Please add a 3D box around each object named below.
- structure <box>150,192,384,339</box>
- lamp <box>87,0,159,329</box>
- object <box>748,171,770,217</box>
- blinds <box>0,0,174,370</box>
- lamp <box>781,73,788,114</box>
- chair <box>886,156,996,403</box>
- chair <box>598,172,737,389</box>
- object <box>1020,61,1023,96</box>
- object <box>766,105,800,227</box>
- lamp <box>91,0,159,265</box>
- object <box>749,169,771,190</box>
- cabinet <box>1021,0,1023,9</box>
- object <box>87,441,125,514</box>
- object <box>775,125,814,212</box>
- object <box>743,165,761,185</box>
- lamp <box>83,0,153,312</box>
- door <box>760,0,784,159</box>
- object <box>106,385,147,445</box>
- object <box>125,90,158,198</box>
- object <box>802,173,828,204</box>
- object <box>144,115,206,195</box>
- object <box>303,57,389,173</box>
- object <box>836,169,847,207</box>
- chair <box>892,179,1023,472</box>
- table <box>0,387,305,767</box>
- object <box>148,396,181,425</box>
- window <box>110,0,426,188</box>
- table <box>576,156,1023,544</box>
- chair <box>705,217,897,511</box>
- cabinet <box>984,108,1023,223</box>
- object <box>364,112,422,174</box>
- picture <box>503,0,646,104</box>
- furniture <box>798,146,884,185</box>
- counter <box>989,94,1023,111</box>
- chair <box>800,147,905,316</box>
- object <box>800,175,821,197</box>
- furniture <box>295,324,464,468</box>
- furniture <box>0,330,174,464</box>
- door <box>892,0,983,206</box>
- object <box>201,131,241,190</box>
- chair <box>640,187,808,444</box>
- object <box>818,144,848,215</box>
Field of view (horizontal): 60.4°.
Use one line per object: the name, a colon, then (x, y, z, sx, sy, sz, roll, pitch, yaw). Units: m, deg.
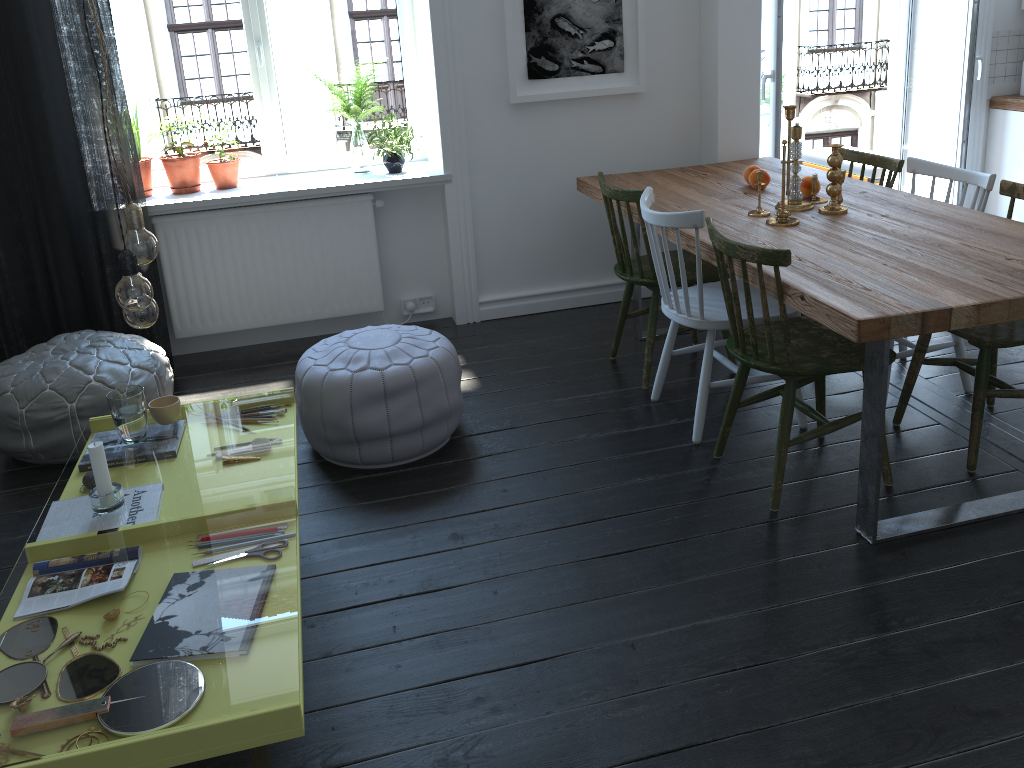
structure: (-1.118, -0.560, 4.228, 1.068, 0.607, 0.075, -9, 18, -12)
lamp: (-0.867, -0.815, 1.763, 0.089, 1.447, 0.077, -1, 18, 11)
object: (0.909, -0.699, 3.236, 0.080, 0.155, 0.082, 8, 22, 33)
blinds: (-2.021, -1.371, 3.536, 0.808, 2.874, 0.115, -8, 18, -14)
lamp: (1.946, -2.540, 4.833, 0.494, 2.424, 2.792, -8, 21, -11)
chair: (1.502, -0.403, 3.358, 0.511, 0.814, 0.481, -8, 19, -12)
chair: (0.630, -0.456, 3.646, 0.487, 0.800, 0.482, -9, 19, -13)
object: (2.857, -1.668, 4.763, 0.174, 0.201, 0.180, -7, 20, -8)
object: (0.945, -0.757, 3.060, 0.114, 0.397, 0.116, 10, 22, 37)
lamp: (-0.845, -0.948, 1.690, 0.075, 1.447, 0.076, 7, 21, 33)
object: (1.039, -0.859, 3.695, 0.091, 0.085, 0.086, 1, 21, 13)
cabinet: (3.190, -1.191, 3.057, 0.781, 2.288, 3.925, -6, 21, -8)
object: (-0.982, 0.218, 2.110, 0.075, 0.167, 0.077, 3, 20, 21)
object: (1.061, -0.809, 3.293, 0.141, 0.300, 0.144, 6, 21, 28)
object: (1.037, -0.894, 3.775, 0.084, 0.087, 0.090, -12, 22, -21)
lamp: (-0.835, -0.846, 1.651, 0.075, 1.447, 0.088, 9, 22, 37)
door: (1.273, -1.613, 4.703, 0.105, 1.958, 0.605, -6, 18, -6)
object: (-1.068, 0.090, 2.463, 0.098, 0.141, 0.100, 10, 24, 36)
object: (-1.787, -1.127, 4.126, 0.304, 0.482, 0.341, -14, 22, -28)
object: (1.168, -0.760, 3.402, 0.103, 0.110, 0.105, -14, 22, -25)
object: (-1.580, -1.097, 4.183, 0.258, 0.357, 0.243, -4, 19, -1)
object: (-0.763, -1.327, 4.356, 0.397, 0.547, 0.336, 12, 24, 39)
object: (1.223, -0.728, 3.287, 0.049, 0.134, 0.051, -8, 18, -12)
chair: (1.604, -0.209, 2.897, 0.487, 0.800, 0.482, -9, 19, -13)
table: (-0.799, 0.503, 2.115, 0.602, 0.385, 1.449, -8, 23, -11)
object: (-1.011, 0.082, 2.573, 0.087, 0.064, 0.090, 2, 22, 15)
window: (-1.270, -1.985, 4.235, 1.574, 1.921, 0.110, -8, 18, -12)
table: (1.088, -0.320, 3.380, 1.021, 0.691, 2.304, -8, 23, -11)
chair: (0.882, -0.095, 2.741, 0.487, 0.799, 0.482, -9, 19, -13)
cabinet: (3.191, -0.597, 3.583, 0.729, 0.786, 3.301, -5, 22, -4)
object: (-0.579, -1.184, 4.321, 0.285, 0.285, 0.295, -7, 20, -8)
picture: (0.290, -1.814, 4.184, 0.690, 0.858, 0.086, -8, 18, -12)
furniture: (2.457, -1.439, 6.264, 0.401, 0.362, 0.952, -8, 22, -11)
counter: (3.105, -0.990, 3.453, 0.849, 0.071, 3.206, -8, 23, -11)
chair: (1.352, -0.571, 3.802, 0.487, 0.799, 0.482, -9, 19, -13)
object: (1.185, -0.788, 3.509, 0.084, 0.081, 0.092, -4, 20, 0)
furniture: (-0.483, 0.024, 3.261, 0.618, 0.405, 0.629, -11, 22, -17)
furniture: (-1.689, 0.021, 3.443, 0.681, 0.369, 0.702, -8, 22, -12)
door: (2.369, -1.787, 4.943, 0.105, 1.958, 0.603, -9, 18, -17)
object: (-1.376, -1.078, 4.221, 0.179, 0.268, 0.199, 14, 26, 41)
chair: (0.731, -0.277, 3.181, 0.511, 0.814, 0.481, -8, 19, -12)
object: (1.169, -0.743, 3.195, 0.100, 0.239, 0.104, 0, 18, 11)
